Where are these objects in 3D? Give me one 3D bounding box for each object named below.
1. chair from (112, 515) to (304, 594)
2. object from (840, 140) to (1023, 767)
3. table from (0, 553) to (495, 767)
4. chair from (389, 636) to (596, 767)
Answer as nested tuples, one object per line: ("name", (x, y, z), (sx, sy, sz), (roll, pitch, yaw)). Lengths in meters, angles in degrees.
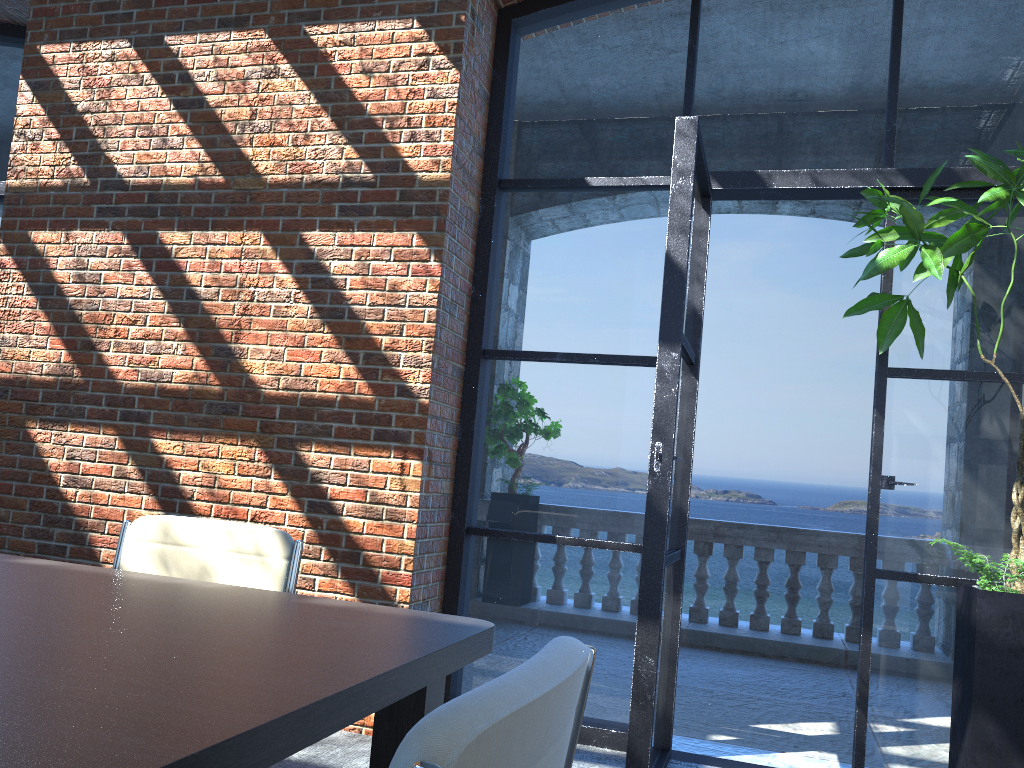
("chair", (-0.926, 0.782, 2.049), (0.559, 0.920, 0.709), (4, -5, 17))
("object", (1.783, 0.350, 3.056), (1.323, 2.483, 0.949), (4, -5, 17))
("table", (-2.456, 0.647, 1.558), (4.500, 0.807, 1.817), (3, -6, 17))
("chair", (-0.323, 0.707, 0.911), (0.706, 0.920, 0.562), (4, -5, 17))
